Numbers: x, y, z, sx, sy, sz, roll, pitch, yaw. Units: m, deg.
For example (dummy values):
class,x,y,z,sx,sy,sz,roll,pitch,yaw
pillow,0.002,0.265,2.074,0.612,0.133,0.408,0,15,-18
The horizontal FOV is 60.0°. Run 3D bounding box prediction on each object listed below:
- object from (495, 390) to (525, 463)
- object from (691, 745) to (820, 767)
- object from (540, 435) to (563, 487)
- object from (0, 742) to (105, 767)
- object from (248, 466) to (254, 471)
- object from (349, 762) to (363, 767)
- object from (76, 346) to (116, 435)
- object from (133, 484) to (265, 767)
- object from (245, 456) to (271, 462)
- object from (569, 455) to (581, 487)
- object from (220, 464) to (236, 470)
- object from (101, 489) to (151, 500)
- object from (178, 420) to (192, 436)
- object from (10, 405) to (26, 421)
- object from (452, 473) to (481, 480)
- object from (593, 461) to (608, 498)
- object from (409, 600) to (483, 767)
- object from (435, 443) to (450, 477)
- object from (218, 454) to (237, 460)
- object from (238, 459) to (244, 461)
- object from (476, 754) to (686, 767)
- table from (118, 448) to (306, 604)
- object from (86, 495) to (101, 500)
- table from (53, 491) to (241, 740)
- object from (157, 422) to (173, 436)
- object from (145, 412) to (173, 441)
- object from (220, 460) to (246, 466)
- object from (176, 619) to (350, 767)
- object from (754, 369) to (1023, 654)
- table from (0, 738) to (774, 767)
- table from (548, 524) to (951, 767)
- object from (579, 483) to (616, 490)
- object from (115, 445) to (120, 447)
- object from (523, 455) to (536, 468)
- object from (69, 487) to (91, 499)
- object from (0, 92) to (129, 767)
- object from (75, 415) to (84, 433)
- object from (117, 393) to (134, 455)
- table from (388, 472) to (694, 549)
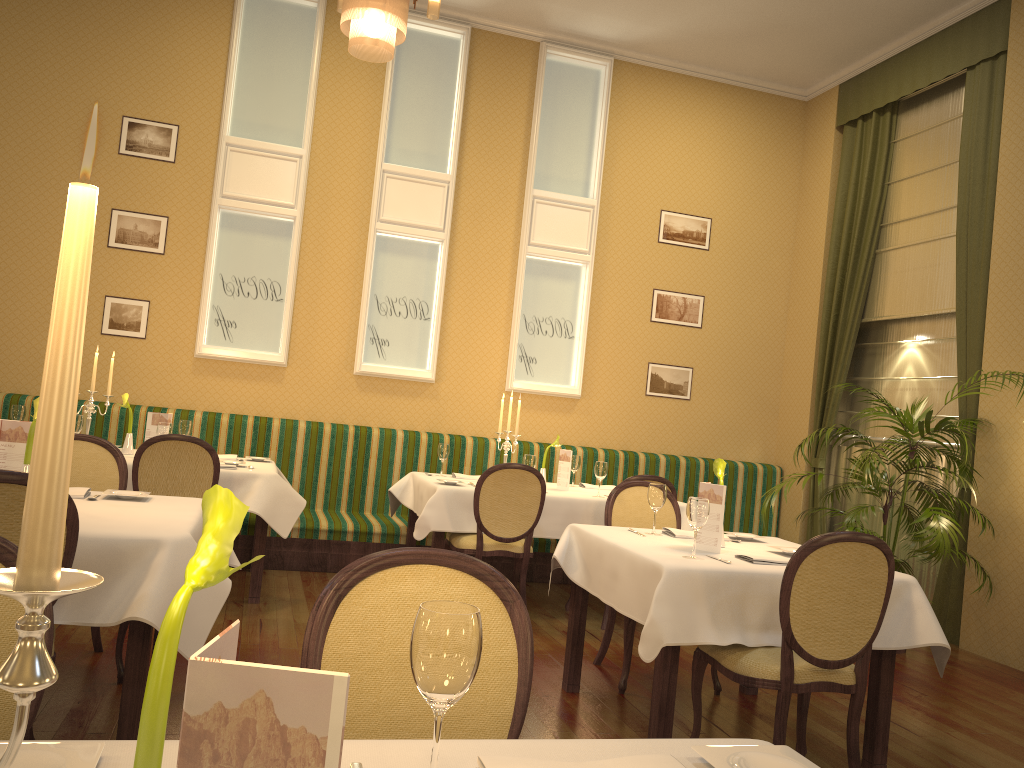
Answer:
class,x,y,z,sx,sy,sz,roll,pitch,yaw
object,-0.030,0.362,6.063,0.131,0.655,0.390,6,-2,-10
object,0.352,0.538,1.217,0.160,0.024,0.160,6,-2,-16
object,0.261,0.533,6.187,0.163,0.375,0.076,7,-2,-29
object,-0.550,0.439,0.981,0.160,0.024,0.160,6,-2,-16
object,-1.547,0.498,5.250,0.038,0.015,0.181,6,-2,-14
object,-0.176,0.485,1.040,0.017,0.010,0.185,6,-2,-14
object,-2.535,0.084,5.347,0.131,0.655,0.390,6,-2,-1
object,-0.295,0.280,0.781,0.076,0.375,0.163,6,-2,6
object,-1.691,0.503,5.901,0.160,0.024,0.160,6,-2,-16
object,0.454,0.636,6.487,0.088,0.229,0.088,4,-2,32
object,-1.740,0.472,5.140,0.273,0.024,0.142,6,-2,-16
object,-1.492,0.433,3.431,0.160,0.024,0.160,6,-2,-16
object,-2.129,0.350,5.758,0.088,0.229,0.088,5,-2,26
object,-3.069,0.246,5.497,0.088,0.229,0.088,4,-2,32
object,-0.275,0.655,6.231,0.273,0.033,0.142,6,-2,-16
object,0.576,0.624,5.801,0.088,0.229,0.088,4,-2,32
object,-0.087,0.385,1.074,0.088,0.229,0.088,4,-2,32
object,-0.486,0.532,6.227,0.088,0.229,0.088,4,-2,32
object,-1.940,0.472,5.799,0.273,0.033,0.142,6,-2,-16
object,-1.777,0.496,5.829,0.038,0.015,0.181,6,-2,-14
object,0.103,0.507,1.115,0.273,0.033,0.142,6,-2,-16
table,-2.338,0.806,5.330,2.152,0.759,1.385,6,-2,-16
object,-1.578,0.426,3.359,0.038,0.015,0.181,6,-2,-14
table,-1.681,0.788,3.004,1.395,0.759,1.389,6,-2,-14
object,-2.023,0.338,5.147,0.088,0.229,0.088,4,-2,32
object,-2.124,0.314,5.376,0.081,0.277,0.166,4,-3,36
object,-1.691,0.483,5.350,0.160,0.024,0.160,6,-2,-16
object,-0.215,0.335,0.654,0.081,0.277,0.166,8,-3,-44
object,2.472,0.782,5.576,1.552,1.807,1.496,7,-3,-35
table,-0.295,0.841,0.647,2.152,0.759,1.385,6,-2,-16
table,0.901,1.074,3.733,1.395,0.759,1.389,6,-2,-14
object,0.643,0.758,6.528,0.273,0.033,0.142,6,-2,-16
object,-2.593,0.404,5.665,0.160,0.024,0.160,6,-2,-16
object,0.106,0.574,5.739,0.088,0.229,0.088,4,-2,32
object,-1.741,0.402,3.329,0.273,0.033,0.142,6,-2,-16
object,-0.421,0.124,0.599,0.390,0.655,0.131,5,-2,19
object,-2.477,0.288,5.010,0.088,0.229,0.088,4,-2,32
object,-2.338,0.242,5.384,0.076,0.375,0.163,6,-2,6
table,0.245,1.093,6.060,2.152,0.759,1.385,6,-2,-16
